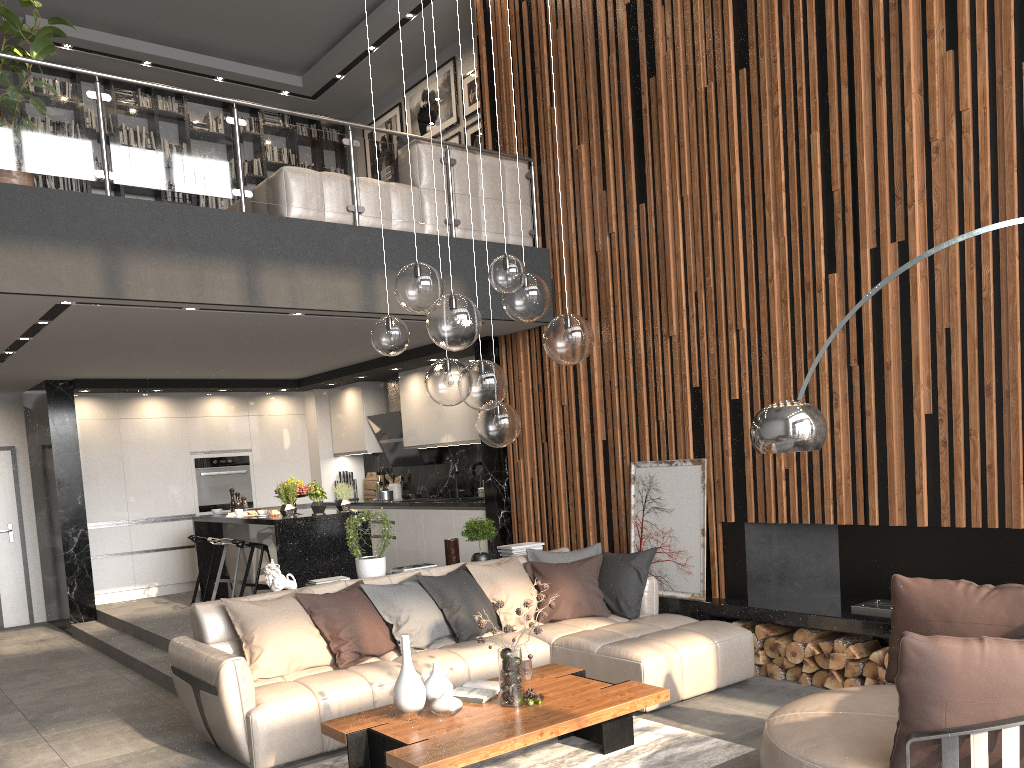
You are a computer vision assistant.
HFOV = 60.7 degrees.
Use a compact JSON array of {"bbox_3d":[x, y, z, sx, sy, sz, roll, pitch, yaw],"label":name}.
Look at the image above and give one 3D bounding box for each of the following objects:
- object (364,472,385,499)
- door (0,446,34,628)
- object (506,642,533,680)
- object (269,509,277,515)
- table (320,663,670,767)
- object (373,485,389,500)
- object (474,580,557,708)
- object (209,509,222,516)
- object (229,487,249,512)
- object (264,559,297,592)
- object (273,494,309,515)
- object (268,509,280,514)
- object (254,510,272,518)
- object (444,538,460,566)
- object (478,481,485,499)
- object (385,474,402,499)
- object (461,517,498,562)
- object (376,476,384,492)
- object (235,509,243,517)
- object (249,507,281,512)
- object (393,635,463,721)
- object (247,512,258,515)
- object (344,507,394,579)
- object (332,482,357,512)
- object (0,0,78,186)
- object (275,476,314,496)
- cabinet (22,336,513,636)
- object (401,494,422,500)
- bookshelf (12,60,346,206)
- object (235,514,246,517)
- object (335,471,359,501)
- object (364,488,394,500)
[{"bbox_3d":[-1.736,1.270,10.950,0.097,0.333,0.402,-7,1,-38],"label":"object"},{"bbox_3d":[-5.997,1.754,9.783,0.966,2.100,0.169,-6,5,-37],"label":"door"},{"bbox_3d":[0.034,1.490,4.707,0.152,0.213,0.077,-4,3,-27],"label":"object"},{"bbox_3d":[-2.255,1.211,8.267,0.074,0.059,0.060,-3,0,-16],"label":"object"},{"bbox_3d":[-0.055,1.739,4.263,1.445,0.357,0.901,0,-5,-38],"label":"table"},{"bbox_3d":[-1.551,1.313,10.620,0.179,0.164,0.273,-3,-2,-38],"label":"object"},{"bbox_3d":[0.062,1.263,4.344,0.318,0.607,0.538,-3,1,23],"label":"object"},{"bbox_3d":[-3.026,1.319,8.974,0.155,0.071,0.154,-5,-3,21],"label":"object"},{"bbox_3d":[-2.886,1.229,9.296,0.201,0.286,0.149,-3,3,35],"label":"object"},{"bbox_3d":[-1.537,1.303,5.823,0.206,0.292,0.135,-4,3,-18],"label":"object"},{"bbox_3d":[-2.030,1.124,8.152,0.368,0.189,0.366,-5,-3,16],"label":"object"},{"bbox_3d":[-2.276,1.216,8.317,0.130,0.060,0.070,-1,-2,-38],"label":"object"},{"bbox_3d":[-2.280,1.188,8.007,0.155,0.071,0.154,-5,-3,21],"label":"object"},{"bbox_3d":[-0.453,1.311,6.666,0.108,0.270,0.109,-6,4,-32],"label":"object"},{"bbox_3d":[-0.186,1.047,8.698,0.299,0.197,0.306,-2,-2,-35],"label":"object"},{"bbox_3d":[-1.392,1.217,10.427,0.174,0.307,0.158,-5,3,-34],"label":"object"},{"bbox_3d":[-0.255,1.239,6.823,0.310,0.411,0.269,-4,2,12],"label":"object"},{"bbox_3d":[-1.597,1.262,10.685,0.089,0.285,0.081,-6,5,-37],"label":"object"},{"bbox_3d":[-2.639,1.247,8.467,0.077,0.071,0.083,-4,-1,12],"label":"object"},{"bbox_3d":[-2.654,1.354,9.460,0.289,0.030,0.402,0,-6,-38],"label":"object"},{"bbox_3d":[-0.421,1.379,4.164,0.315,0.401,0.319,-4,1,-19],"label":"object"},{"bbox_3d":[-2.493,1.250,8.446,0.128,0.043,0.074,-8,-4,45],"label":"object"},{"bbox_3d":[-1.015,1.159,6.229,0.216,0.580,0.381,-2,3,33],"label":"object"},{"bbox_3d":[-1.550,1.039,8.083,0.220,0.286,0.211,-4,1,-25],"label":"object"},{"bbox_3d":[-2.957,-1.809,5.186,0.771,1.482,0.525,-4,3,-17],"label":"object"},{"bbox_3d":[-2.040,0.959,8.150,0.345,0.216,0.320,-2,-3,-40],"label":"object"},{"bbox_3d":[-2.353,0.823,8.836,3.598,3.266,6.225,-3,-2,-38],"label":"cabinet"},{"bbox_3d":[-1.171,1.275,9.913,0.233,0.061,0.350,-6,-5,31],"label":"object"},{"bbox_3d":[-3.414,-1.923,9.738,3.500,2.535,0.248,-3,3,-37],"label":"bookshelf"},{"bbox_3d":[-2.616,1.264,8.426,0.130,0.027,0.027,-5,0,12],"label":"object"},{"bbox_3d":[-2.081,1.277,10.981,0.319,0.376,0.066,-4,4,-37],"label":"object"},{"bbox_3d":[-1.522,1.276,10.136,0.349,0.155,0.199,-7,-3,43],"label":"object"}]
